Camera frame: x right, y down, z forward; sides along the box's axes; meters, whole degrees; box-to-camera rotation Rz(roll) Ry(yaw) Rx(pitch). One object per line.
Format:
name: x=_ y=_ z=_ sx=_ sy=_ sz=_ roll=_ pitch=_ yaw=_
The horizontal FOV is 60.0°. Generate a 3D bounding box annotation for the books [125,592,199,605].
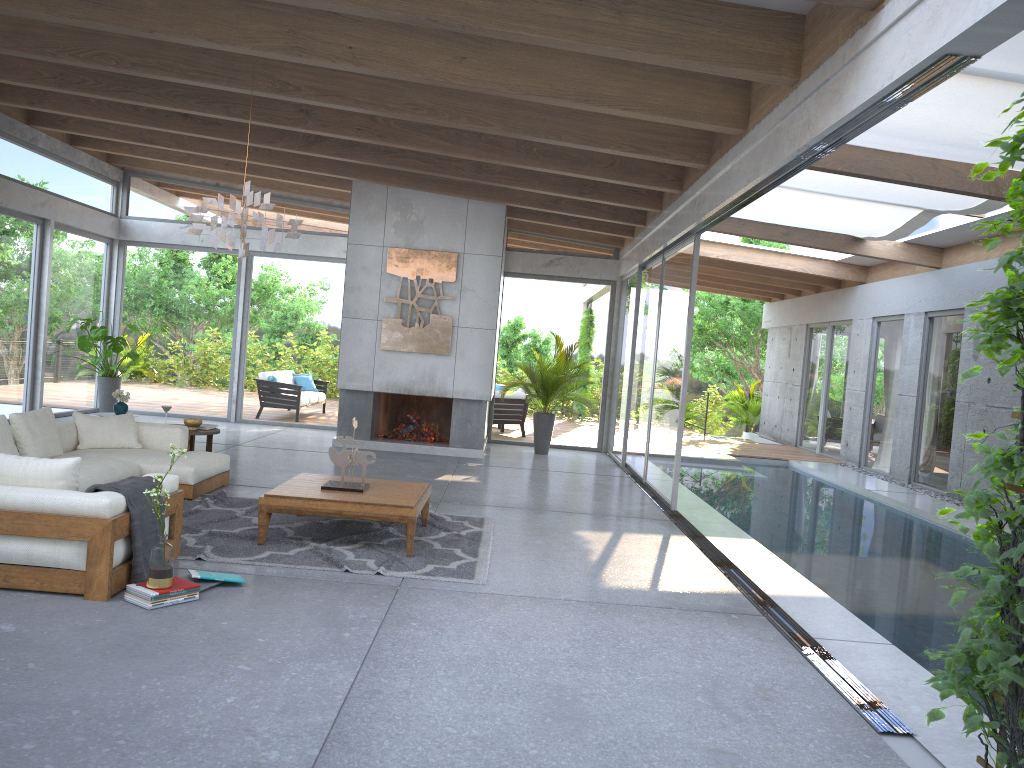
books: x=-1.800 y=1.079 z=4.562 sx=0.219 sy=0.012 sz=0.286 roll=6 pitch=2 yaw=35

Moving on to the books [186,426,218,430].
books: x=-3.053 y=0.422 z=8.732 sx=0.220 sy=0.015 sz=0.303 roll=5 pitch=2 yaw=-1

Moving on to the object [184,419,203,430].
object: x=-3.055 y=0.389 z=8.490 sx=0.173 sy=0.097 sz=0.173 roll=4 pitch=2 yaw=-21

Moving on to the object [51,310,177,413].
object: x=-5.835 y=-0.285 z=12.903 sx=1.416 sy=1.540 sz=1.731 roll=5 pitch=2 yaw=19

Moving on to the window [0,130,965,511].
window: x=-1.126 y=-0.757 z=6.077 sx=14.294 sy=3.764 sz=23.280 roll=5 pitch=2 yaw=0

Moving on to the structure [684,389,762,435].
structure: x=-5.113 y=0.182 z=14.701 sx=15.587 sy=3.022 sz=31.708 roll=6 pitch=3 yaw=41

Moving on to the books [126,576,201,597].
books: x=-1.795 y=1.042 z=4.571 sx=0.219 sy=0.012 sz=0.286 roll=6 pitch=2 yaw=35

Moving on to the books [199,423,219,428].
books: x=-3.044 y=0.409 z=8.730 sx=0.205 sy=0.012 sz=0.290 roll=5 pitch=2 yaw=5

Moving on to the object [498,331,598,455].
object: x=0.517 y=0.112 z=12.915 sx=1.484 sy=1.819 sz=1.798 roll=5 pitch=2 yaw=7

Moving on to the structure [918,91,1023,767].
structure: x=3.516 y=0.120 z=5.195 sx=2.739 sy=2.687 sz=10.282 roll=5 pitch=2 yaw=17

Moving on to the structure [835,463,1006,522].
structure: x=5.657 y=1.603 z=8.267 sx=0.477 sy=0.068 sz=13.673 roll=5 pitch=2 yaw=0

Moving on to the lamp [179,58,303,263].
lamp: x=-1.938 y=-1.563 z=6.235 sx=0.636 sy=1.400 sz=0.862 roll=3 pitch=3 yaw=-43

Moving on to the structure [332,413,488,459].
structure: x=-1.361 y=0.585 z=12.831 sx=2.012 sy=0.595 sz=2.203 roll=5 pitch=2 yaw=0

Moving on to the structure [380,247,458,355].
structure: x=-1.218 y=-1.086 z=11.652 sx=0.919 sy=1.351 sz=0.041 roll=5 pitch=2 yaw=0

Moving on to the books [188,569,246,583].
books: x=-1.651 y=1.074 z=4.953 sx=0.288 sy=0.074 sz=0.219 roll=4 pitch=2 yaw=-25

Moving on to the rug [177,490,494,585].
rug: x=-1.736 y=1.025 z=6.479 sx=3.186 sy=0.056 sz=2.187 roll=5 pitch=2 yaw=0

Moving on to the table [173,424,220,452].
table: x=-3.213 y=0.643 z=8.565 sx=0.725 sy=0.441 sz=0.725 roll=3 pitch=2 yaw=-39

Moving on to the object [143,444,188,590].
object: x=-1.776 y=0.663 z=4.477 sx=0.171 sy=0.750 sz=0.238 roll=5 pitch=2 yaw=21

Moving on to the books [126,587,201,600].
books: x=-1.794 y=1.054 z=4.567 sx=0.219 sy=0.012 sz=0.286 roll=6 pitch=2 yaw=35

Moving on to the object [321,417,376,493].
object: x=-1.154 y=0.493 z=6.429 sx=0.346 sy=0.518 sz=0.379 roll=5 pitch=2 yaw=0

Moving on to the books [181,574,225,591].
books: x=-1.735 y=1.087 z=4.854 sx=0.219 sy=0.012 sz=0.286 roll=5 pitch=2 yaw=15

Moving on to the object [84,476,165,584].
object: x=-2.259 y=0.869 z=4.876 sx=0.857 sy=0.704 sz=0.472 roll=5 pitch=2 yaw=-4

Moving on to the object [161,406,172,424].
object: x=-3.268 y=0.317 z=8.376 sx=0.099 sy=0.212 sz=0.099 roll=6 pitch=2 yaw=31

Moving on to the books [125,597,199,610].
books: x=-1.802 y=1.104 z=4.563 sx=0.219 sy=0.012 sz=0.286 roll=6 pitch=2 yaw=35

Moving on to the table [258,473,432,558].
table: x=-1.164 y=0.929 z=6.420 sx=1.048 sy=0.352 sz=1.112 roll=5 pitch=2 yaw=0

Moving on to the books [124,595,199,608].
books: x=-1.801 y=1.091 z=4.558 sx=0.219 sy=0.012 sz=0.286 roll=6 pitch=2 yaw=35

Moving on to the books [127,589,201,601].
books: x=-1.797 y=1.066 z=4.577 sx=0.219 sy=0.012 sz=0.286 roll=6 pitch=2 yaw=35

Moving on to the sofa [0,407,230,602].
sofa: x=-2.995 y=0.650 z=6.316 sx=1.965 sy=0.777 sz=3.733 roll=5 pitch=2 yaw=0
